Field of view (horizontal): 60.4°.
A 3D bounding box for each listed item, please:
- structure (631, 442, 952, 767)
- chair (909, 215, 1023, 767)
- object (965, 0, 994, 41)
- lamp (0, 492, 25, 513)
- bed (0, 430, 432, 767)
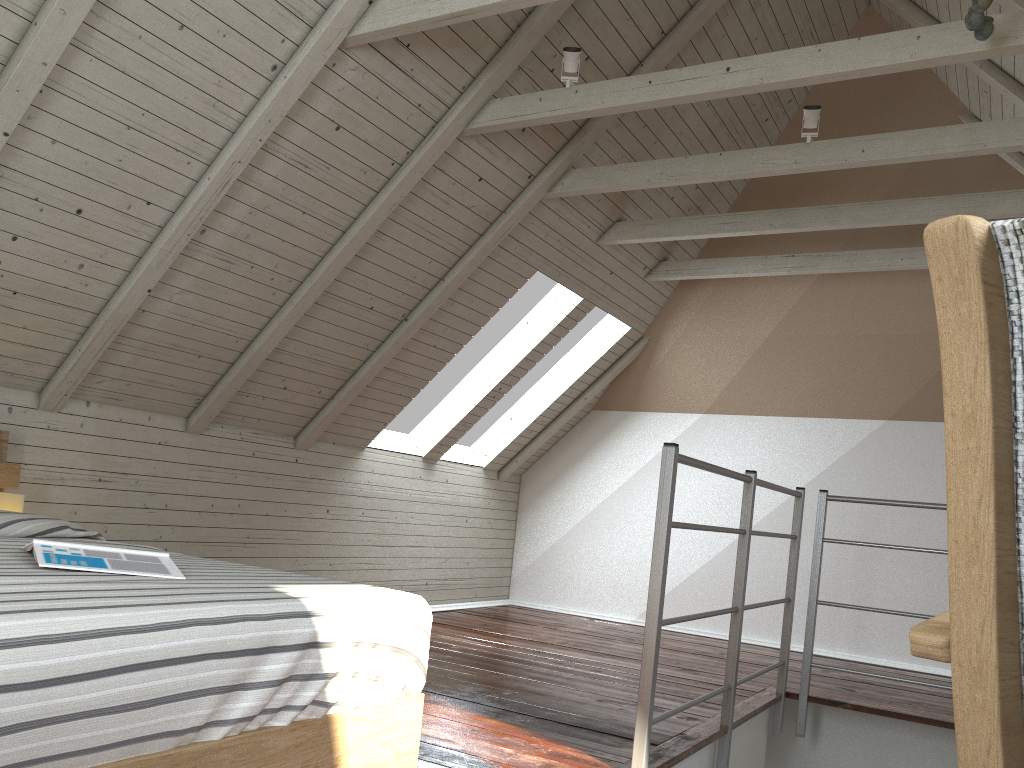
[{"bbox_3d":[1.087,0.786,2.669,0.833,0.990,1.658,4,-6,30],"label":"structure"},{"bbox_3d":[0.525,0.338,0.381,0.564,0.788,0.549,8,-4,-35],"label":"chair"},{"bbox_3d":[1.043,-0.848,1.964,0.059,0.066,0.287,4,-8,29],"label":"object"},{"bbox_3d":[-1.487,0.438,2.530,0.090,0.251,0.091,5,-2,21],"label":"lamp"},{"bbox_3d":[-1.295,0.350,1.475,1.872,0.701,1.894,2,-8,30],"label":"bed"}]
